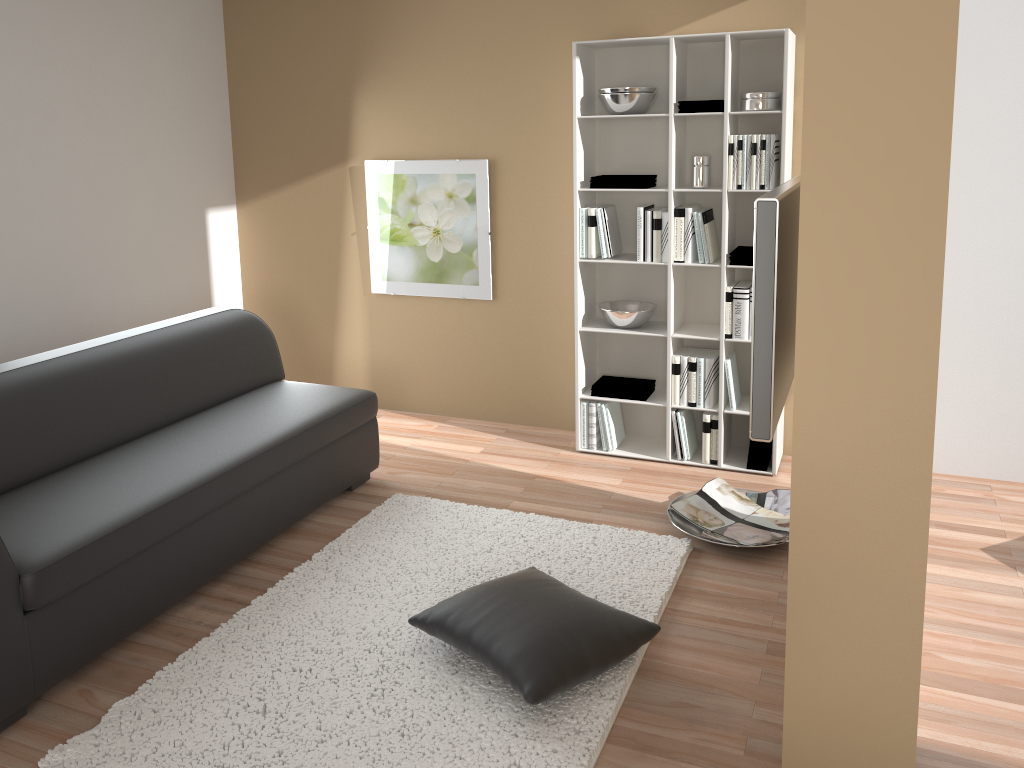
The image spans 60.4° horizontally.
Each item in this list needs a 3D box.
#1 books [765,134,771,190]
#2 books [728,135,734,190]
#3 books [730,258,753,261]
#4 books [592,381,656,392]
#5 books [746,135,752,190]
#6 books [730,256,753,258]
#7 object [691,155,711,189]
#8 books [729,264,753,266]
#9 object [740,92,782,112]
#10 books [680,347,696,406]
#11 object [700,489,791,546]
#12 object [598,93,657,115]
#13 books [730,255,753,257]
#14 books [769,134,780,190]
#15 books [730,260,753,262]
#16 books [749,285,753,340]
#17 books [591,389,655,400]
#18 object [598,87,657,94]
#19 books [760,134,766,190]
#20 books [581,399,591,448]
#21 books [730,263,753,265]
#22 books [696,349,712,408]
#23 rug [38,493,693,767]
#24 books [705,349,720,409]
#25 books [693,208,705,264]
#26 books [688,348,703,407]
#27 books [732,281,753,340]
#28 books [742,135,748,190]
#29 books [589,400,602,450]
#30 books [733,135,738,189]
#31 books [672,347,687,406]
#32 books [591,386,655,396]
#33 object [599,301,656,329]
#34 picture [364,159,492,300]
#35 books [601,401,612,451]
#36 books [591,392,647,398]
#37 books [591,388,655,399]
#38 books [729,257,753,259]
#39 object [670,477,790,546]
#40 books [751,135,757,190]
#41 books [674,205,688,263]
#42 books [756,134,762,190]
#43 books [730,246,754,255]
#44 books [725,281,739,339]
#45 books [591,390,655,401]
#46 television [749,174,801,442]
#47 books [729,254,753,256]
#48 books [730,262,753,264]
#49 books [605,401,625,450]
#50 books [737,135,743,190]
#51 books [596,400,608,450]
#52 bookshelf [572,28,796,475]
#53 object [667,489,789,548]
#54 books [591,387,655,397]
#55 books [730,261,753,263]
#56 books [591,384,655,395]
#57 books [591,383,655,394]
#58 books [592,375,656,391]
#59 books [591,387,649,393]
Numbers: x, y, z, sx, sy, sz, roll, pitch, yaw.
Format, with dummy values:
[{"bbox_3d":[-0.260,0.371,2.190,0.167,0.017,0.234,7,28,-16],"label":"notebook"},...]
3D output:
[{"bbox_3d":[1.243,-1.073,4.243,0.020,0.253,0.212,3,12,22],"label":"books"},{"bbox_3d":[1.084,-1.086,4.302,0.020,0.253,0.212,3,12,22],"label":"books"},{"bbox_3d":[1.211,-0.637,4.377,0.211,0.006,0.304,5,17,21],"label":"books"},{"bbox_3d":[0.600,0.000,4.720,0.298,0.007,0.215,5,17,22],"label":"books"},{"bbox_3d":[1.164,-1.080,4.275,0.020,0.253,0.212,3,12,22],"label":"books"},{"bbox_3d":[1.215,-0.648,4.375,0.211,0.007,0.304,5,17,21],"label":"books"},{"bbox_3d":[0.937,-1.050,4.360,0.094,0.158,0.095,7,14,36],"label":"object"},{"bbox_3d":[1.212,-0.611,4.384,0.211,0.007,0.304,5,17,22],"label":"books"},{"bbox_3d":[1.198,-1.357,4.237,0.193,0.088,0.195,-8,16,-24],"label":"object"},{"bbox_3d":[0.912,-0.039,4.562,0.040,0.253,0.212,3,12,22],"label":"books"},{"bbox_3d":[1.024,0.574,3.786,0.343,0.094,0.510,5,17,21],"label":"object"},{"bbox_3d":[0.592,-1.429,4.504,0.299,0.104,0.306,-4,15,-12],"label":"object"},{"bbox_3d":[1.215,-0.653,4.374,0.211,0.007,0.304,5,17,21],"label":"books"},{"bbox_3d":[1.263,-1.071,4.234,0.020,0.253,0.212,3,12,22],"label":"books"},{"bbox_3d":[1.212,-0.632,4.378,0.211,0.006,0.304,5,17,21],"label":"books"},{"bbox_3d":[1.218,-0.367,4.385,0.040,0.253,0.212,3,12,22],"label":"books"},{"bbox_3d":[0.599,0.042,4.729,0.298,0.006,0.215,5,17,22],"label":"books"},{"bbox_3d":[0.591,-1.455,4.499,0.299,0.104,0.306,-4,15,-12],"label":"object"},{"bbox_3d":[1.223,-1.074,4.249,0.020,0.253,0.212,3,12,22],"label":"books"},{"bbox_3d":[0.426,0.193,4.807,0.040,0.253,0.212,3,12,22],"label":"books"},{"bbox_3d":[1.213,-0.616,4.382,0.211,0.006,0.304,5,17,21],"label":"books"},{"bbox_3d":[0.988,-0.031,4.529,0.040,0.253,0.212,3,12,22],"label":"books"},{"bbox_3d":[-0.290,0.860,2.988,1.453,0.044,2.071,5,17,22],"label":"rug"},{"bbox_3d":[1.027,-0.028,4.513,0.040,0.253,0.212,3,12,22],"label":"books"},{"bbox_3d":[0.957,-0.749,4.436,0.060,0.254,0.212,3,12,22],"label":"books"},{"bbox_3d":[0.949,-0.035,4.544,0.040,0.253,0.212,3,12,22],"label":"books"},{"bbox_3d":[1.156,-0.369,4.396,0.076,0.253,0.212,3,13,23],"label":"books"},{"bbox_3d":[1.144,-1.082,4.283,0.020,0.253,0.212,3,12,22],"label":"books"},{"bbox_3d":[0.467,0.199,4.784,0.040,0.253,0.212,3,12,22],"label":"books"},{"bbox_3d":[1.106,-1.086,4.300,0.020,0.253,0.212,3,12,22],"label":"books"},{"bbox_3d":[0.871,-0.041,4.572,0.040,0.253,0.212,3,12,22],"label":"books"},{"bbox_3d":[0.599,0.021,4.725,0.298,0.006,0.215,5,17,22],"label":"books"},{"bbox_3d":[0.613,-0.361,4.676,0.299,0.104,0.306,-4,15,-12],"label":"object"},{"bbox_3d":[-0.504,-0.918,5.222,0.818,0.800,0.019,4,11,23],"label":"picture"},{"bbox_3d":[0.537,0.206,4.753,0.058,0.252,0.212,3,13,22],"label":"books"},{"bbox_3d":[0.596,0.031,4.728,0.298,0.006,0.215,5,17,20],"label":"books"},{"bbox_3d":[0.598,0.037,4.728,0.298,0.006,0.215,5,17,22],"label":"books"},{"bbox_3d":[1.211,-0.643,4.378,0.211,0.006,0.304,6,17,23],"label":"books"},{"bbox_3d":[0.972,0.562,3.790,0.346,0.094,0.506,-12,19,-36],"label":"object"},{"bbox_3d":[1.182,-1.077,4.262,0.020,0.253,0.212,3,12,22],"label":"books"},{"bbox_3d":[0.869,-0.765,4.474,0.053,0.267,0.212,3,12,22],"label":"books"},{"bbox_3d":[1.205,-1.077,4.260,0.020,0.253,0.212,3,12,22],"label":"books"},{"bbox_3d":[1.210,-0.663,4.370,0.211,0.006,0.304,5,17,21],"label":"books"},{"bbox_3d":[1.100,-0.376,4.423,0.040,0.253,0.212,3,12,22],"label":"books"},{"bbox_3d":[0.597,0.048,4.729,0.298,0.007,0.215,5,17,22],"label":"books"},{"bbox_3d":[0.809,-0.298,2.581,0.054,0.566,1.201,3,15,22],"label":"television"},{"bbox_3d":[1.209,-0.658,4.372,0.211,0.007,0.304,5,17,22],"label":"books"},{"bbox_3d":[1.212,-0.621,4.381,0.211,0.006,0.304,5,17,21],"label":"books"},{"bbox_3d":[0.559,0.202,4.761,0.058,0.252,0.212,3,13,22],"label":"books"},{"bbox_3d":[1.125,-1.084,4.290,0.020,0.253,0.212,3,12,22],"label":"books"},{"bbox_3d":[0.514,0.201,4.766,0.060,0.254,0.212,3,12,22],"label":"books"},{"bbox_3d":[0.867,-0.674,4.524,1.041,2.098,0.339,3,10,23],"label":"bookshelf"},{"bbox_3d":[0.963,0.593,3.784,0.585,0.062,0.600,-2,16,-2],"label":"object"},{"bbox_3d":[0.599,0.026,4.726,0.298,0.006,0.215,5,17,22],"label":"books"},{"bbox_3d":[1.213,-0.628,4.382,0.211,0.006,0.304,5,17,20],"label":"books"},{"bbox_3d":[0.597,0.016,4.724,0.298,0.006,0.215,6,17,23],"label":"books"},{"bbox_3d":[0.600,0.009,4.727,0.298,0.007,0.215,5,17,22],"label":"books"},{"bbox_3d":[0.602,-0.005,4.720,0.298,0.006,0.215,5,17,22],"label":"books"},{"bbox_3d":[0.600,0.004,4.726,0.298,0.007,0.215,5,17,22],"label":"books"}]
